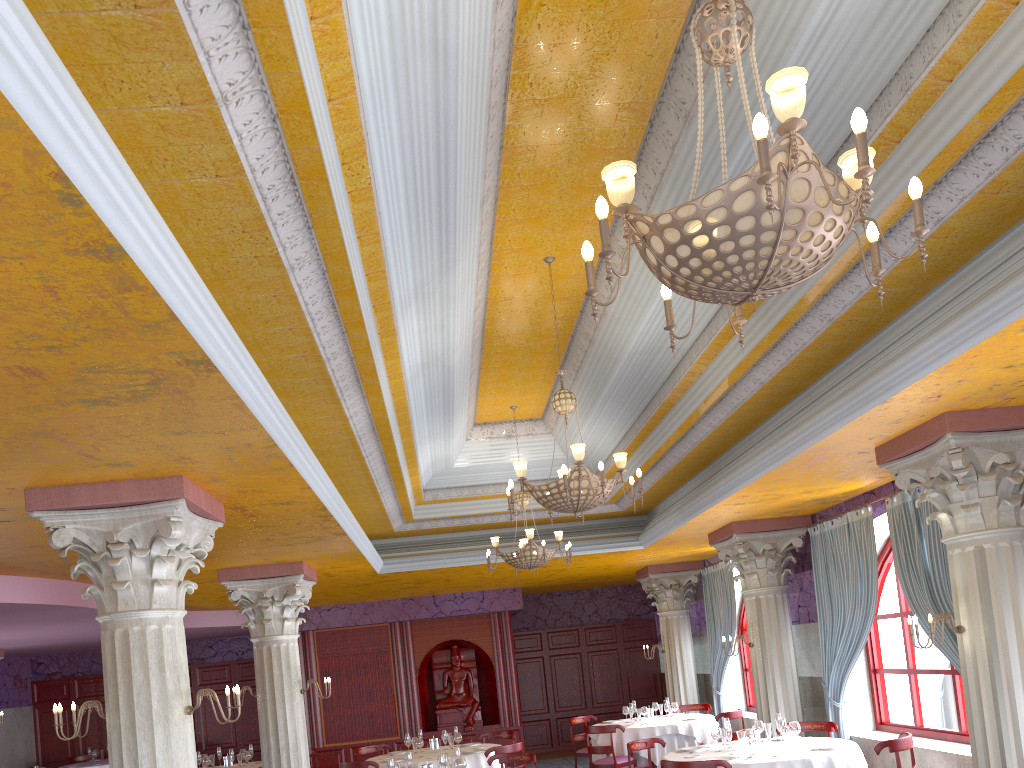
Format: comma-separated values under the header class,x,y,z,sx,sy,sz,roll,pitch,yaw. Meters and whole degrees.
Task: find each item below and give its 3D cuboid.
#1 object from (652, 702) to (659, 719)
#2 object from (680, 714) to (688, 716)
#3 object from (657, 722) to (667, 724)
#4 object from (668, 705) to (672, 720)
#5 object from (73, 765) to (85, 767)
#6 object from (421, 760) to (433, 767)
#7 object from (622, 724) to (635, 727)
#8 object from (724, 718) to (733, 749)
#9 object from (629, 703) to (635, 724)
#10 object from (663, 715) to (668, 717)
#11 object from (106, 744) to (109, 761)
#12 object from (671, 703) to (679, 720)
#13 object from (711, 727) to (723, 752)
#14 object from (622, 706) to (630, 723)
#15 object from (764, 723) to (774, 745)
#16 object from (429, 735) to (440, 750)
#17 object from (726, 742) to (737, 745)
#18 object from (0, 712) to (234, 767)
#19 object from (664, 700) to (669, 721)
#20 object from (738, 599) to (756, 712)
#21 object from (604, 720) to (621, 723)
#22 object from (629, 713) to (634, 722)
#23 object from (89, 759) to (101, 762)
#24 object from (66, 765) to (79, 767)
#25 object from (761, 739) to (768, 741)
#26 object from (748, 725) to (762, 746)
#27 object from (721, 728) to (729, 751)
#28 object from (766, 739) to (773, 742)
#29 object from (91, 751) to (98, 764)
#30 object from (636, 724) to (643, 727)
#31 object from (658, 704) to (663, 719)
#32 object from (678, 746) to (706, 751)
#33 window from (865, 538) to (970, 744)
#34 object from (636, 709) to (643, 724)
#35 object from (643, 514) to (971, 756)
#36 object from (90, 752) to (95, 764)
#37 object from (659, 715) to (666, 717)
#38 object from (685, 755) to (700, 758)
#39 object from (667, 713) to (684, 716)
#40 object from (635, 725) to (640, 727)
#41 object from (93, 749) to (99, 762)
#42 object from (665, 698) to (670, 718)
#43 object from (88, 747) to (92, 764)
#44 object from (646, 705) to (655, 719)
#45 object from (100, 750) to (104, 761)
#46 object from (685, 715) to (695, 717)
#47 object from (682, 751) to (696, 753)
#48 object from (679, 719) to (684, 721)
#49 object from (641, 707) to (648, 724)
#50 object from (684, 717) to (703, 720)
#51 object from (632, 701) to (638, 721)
class,x,y,z,sx,sy,sz,roll,pitch,yaw
object,2.377,5.403,14.168,0.122,0.258,0.126,-5,-6,-14
object,2.863,5.501,14.238,0.028,0.013,0.235,-18,-21,37
object,2.299,5.205,13.135,0.163,0.009,0.161,-18,-21,33
object,2.512,5.211,13.573,0.085,0.232,0.088,-4,-6,-25
object,-8.477,7.478,16.746,0.056,0.019,0.259,-21,-23,41
object,-0.885,4.053,8.988,0.143,0.206,0.074,-2,-6,-25
object,1.746,5.277,13.206,0.312,0.023,0.329,-4,-18,-5
object,2.363,3.816,9.358,0.073,0.327,0.076,-3,-5,-36
object,1.902,5.231,13.592,0.075,0.327,0.074,-8,-5,31
object,2.590,5.606,14.459,0.023,0.003,0.257,-19,-22,36
object,-8.380,7.642,17.772,0.073,0.327,0.076,-5,-4,-14
object,2.600,5.213,13.651,0.123,0.258,0.125,-7,-6,8
object,2.201,3.809,9.176,0.123,0.258,0.125,-7,-6,8
object,1.861,5.383,13.941,0.123,0.258,0.125,-7,-6,8
object,2.794,3.806,9.314,0.087,0.232,0.087,-8,-5,20
object,-1.121,5.144,12.292,0.143,0.206,0.074,-2,-6,-25
object,2.478,4.080,9.710,0.161,0.009,0.163,-14,-19,24
object,-6.815,5.854,14.195,5.764,1.165,0.356,-14,-7,23
object,2.430,5.138,13.473,0.075,0.327,0.074,-8,-5,31
object,4.366,4.137,13.931,0.160,2.465,3.729,-6,-13,-6
object,1.664,5.634,14.285,0.312,0.023,0.329,-4,-18,-5
object,1.951,5.412,14.017,0.085,0.232,0.088,-4,-6,-25
object,-8.740,7.887,17.934,0.312,0.023,0.329,2,-19,-24
object,-8.657,7.530,16.855,0.312,0.023,0.329,2,-19,-24
object,2.899,4.034,9.718,0.056,0.019,0.259,-21,-23,41
object,2.574,3.738,9.117,0.143,0.206,0.074,-2,-6,-25
object,2.291,3.838,9.252,0.086,0.232,0.088,-6,-5,-3
object,2.930,4.031,9.694,0.023,0.003,0.257,-19,-22,36
object,-8.320,7.446,17.074,0.125,0.258,0.123,-10,-7,31
object,1.926,5.225,13.096,0.056,0.019,0.259,-21,-23,41
object,2.454,5.380,14.078,0.087,0.232,0.087,-8,-5,20
object,2.003,4.060,9.520,0.314,0.023,0.327,6,-21,-33
window,4.704,2.572,9.193,0.160,2.465,3.729,-6,-13,-6
object,2.009,5.243,13.512,0.085,0.232,0.088,-4,-6,-25
object,4.235,1.979,6.430,2.088,3.474,30.553,-5,-18,-6
object,-8.394,7.495,17.161,0.085,0.232,0.088,-4,-6,-25
object,2.559,5.608,14.482,0.056,0.019,0.259,-21,-23,41
object,1.891,3.897,8.956,0.158,0.009,0.166,-4,-18,-5
object,2.739,5.552,14.373,0.312,0.023,0.329,-4,-18,-5
object,1.897,5.244,13.119,0.023,0.003,0.257,-19,-22,36
object,-8.543,7.636,17.590,0.125,0.258,0.123,-10,-7,31
object,2.551,5.297,14.004,0.075,0.327,0.074,-8,-5,31
object,-8.501,7.483,17.241,0.073,0.327,0.076,-5,-4,-14
object,2.234,5.312,13.882,0.143,0.206,0.074,-2,-6,-25
object,-8.453,7.665,17.666,0.085,0.232,0.088,-4,-6,-25
object,2.886,5.388,13.889,0.160,0.009,0.164,-11,-18,14
object,1.894,4.015,9.338,0.055,0.019,0.266,9,-23,-42
object,2.650,5.253,13.398,0.030,0.010,0.140,-20,-22,39
object,2.084,5.194,13.424,0.122,0.258,0.126,-2,-7,-36
object,2.821,5.195,13.294,0.312,0.023,0.329,-4,-18,-5
object,2.024,5.390,14.123,0.075,0.327,0.074,-8,-5,31
